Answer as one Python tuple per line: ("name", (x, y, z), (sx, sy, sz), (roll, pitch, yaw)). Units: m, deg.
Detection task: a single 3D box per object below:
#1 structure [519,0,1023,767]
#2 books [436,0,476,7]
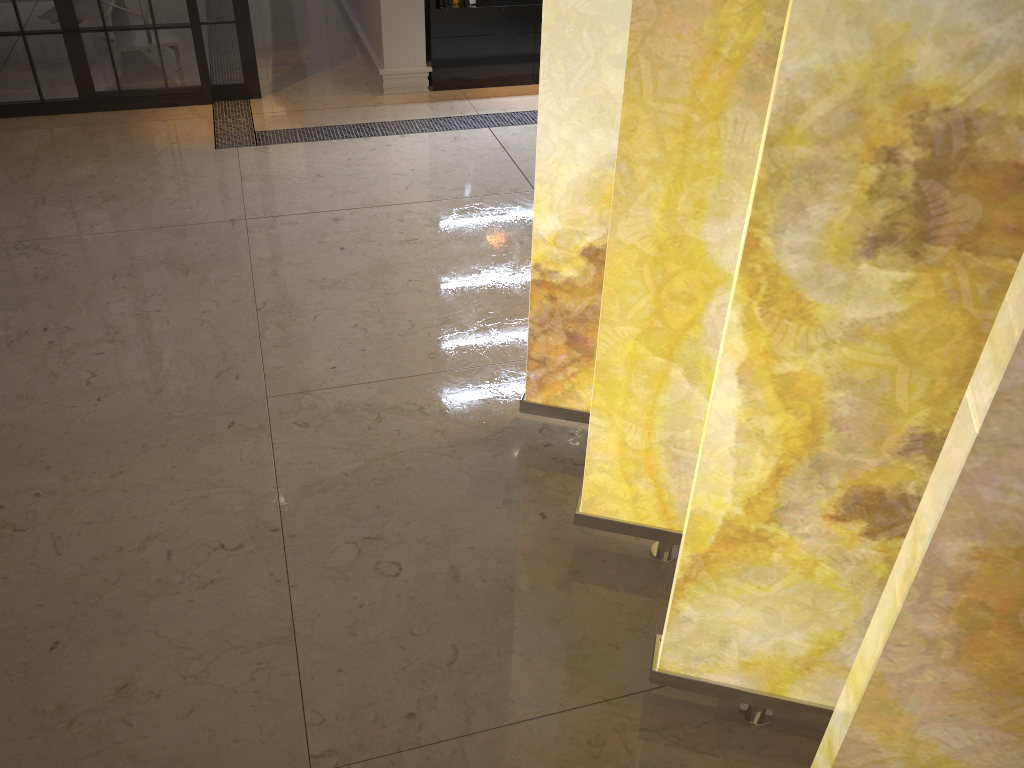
("structure", (0.552, -0.333, 1.127), (0.448, 2.555, 2.180), (-9, 38, -14))
("books", (-0.329, -2.222, 4.833), (0.236, 0.270, 0.210), (-9, 38, -14))
